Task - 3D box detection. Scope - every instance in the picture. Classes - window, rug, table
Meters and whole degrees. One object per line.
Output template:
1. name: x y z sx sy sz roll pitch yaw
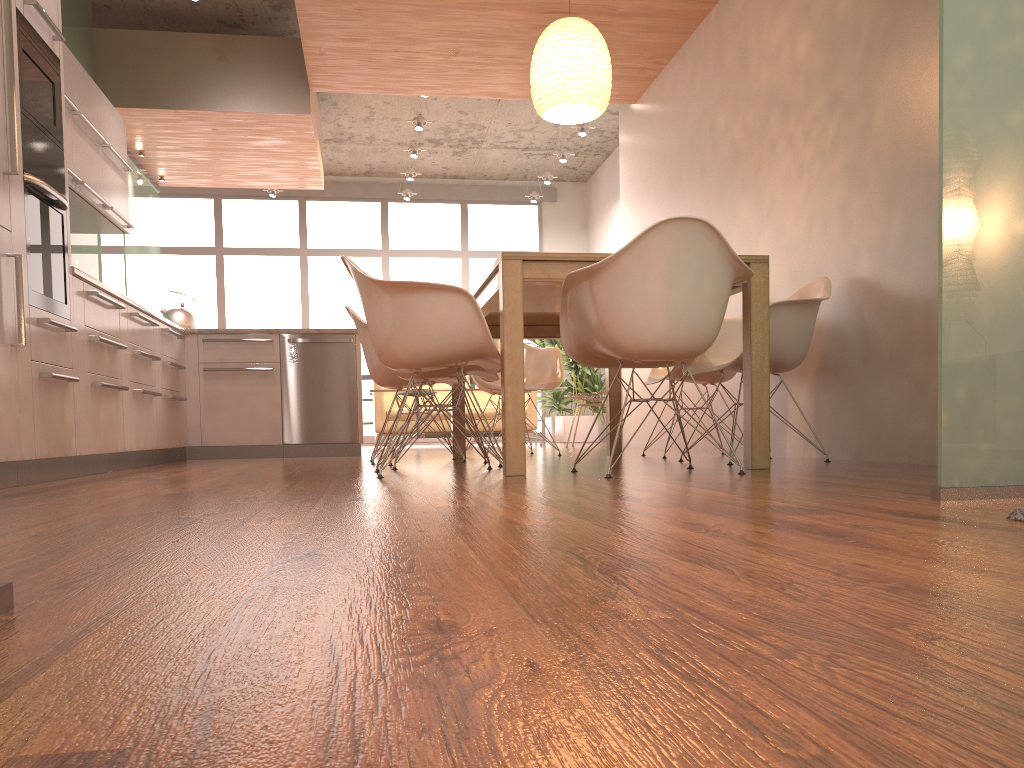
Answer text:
1. window: -3.609 -0.867 10.963 8.548 3.293 0.062 -1 3 -9
2. rug: 1.661 0.170 0.626 1.277 0.009 2.073 -1 -3 -9
3. table: 0.308 -0.020 4.304 1.024 0.811 2.075 -1 -2 -9
4. table: -0.467 0.348 8.780 1.868 0.561 0.940 -1 -2 -9

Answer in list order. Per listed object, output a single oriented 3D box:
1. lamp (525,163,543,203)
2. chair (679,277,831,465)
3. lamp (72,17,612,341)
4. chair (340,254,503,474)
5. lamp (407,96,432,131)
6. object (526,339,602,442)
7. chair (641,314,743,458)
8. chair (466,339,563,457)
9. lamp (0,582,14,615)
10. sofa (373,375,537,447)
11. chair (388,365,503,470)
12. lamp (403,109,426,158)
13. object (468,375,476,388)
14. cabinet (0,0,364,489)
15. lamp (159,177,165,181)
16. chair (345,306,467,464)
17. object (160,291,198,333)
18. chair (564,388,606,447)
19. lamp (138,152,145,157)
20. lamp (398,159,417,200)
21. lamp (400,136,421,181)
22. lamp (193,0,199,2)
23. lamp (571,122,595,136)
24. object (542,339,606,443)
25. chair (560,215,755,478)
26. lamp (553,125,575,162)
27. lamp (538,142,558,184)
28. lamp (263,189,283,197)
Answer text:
1. lamp: 0.266 -2.448 10.714 0.198 0.484 0.134 -3 3 -42
2. chair: 1.156 -0.070 4.110 0.641 0.864 0.685 -1 1 -19
3. lamp: -1.256 -1.067 5.372 3.211 1.351 3.070 -1 -2 -9
4. chair: -0.347 -0.078 3.524 0.641 0.851 0.684 -1 0 -14
5. lamp: -0.847 -2.564 8.050 0.198 0.484 0.134 -3 3 -42
6. object: 0.664 -0.330 10.964 1.081 2.112 0.962 -1 2 9
7. chair: 1.079 -0.024 4.986 0.642 0.864 0.684 -1 0 -9
8. chair: -0.026 0.036 5.748 0.681 0.864 0.644 -1 1 -24
9. lamp: 0.090 -1.349 3.582 0.446 3.404 8.205 -1 -2 9
10. sofa: -0.666 0.278 10.040 1.799 0.840 0.879 -1 0 -9
11. chair: -0.386 -0.036 4.219 0.641 0.864 0.684 -1 1 -14
12. lamp: -0.979 -2.520 8.860 0.198 0.484 0.134 -3 3 -42
13. object: -0.389 -0.232 8.739 0.297 0.591 0.370 -1 1 -15
14. cabinet: -1.794 -0.695 4.700 1.911 2.280 4.247 -1 -2 -9
15. lamp: -3.324 -2.160 8.367 0.102 0.472 0.153 -3 3 -37
16. chair: -0.591 0.003 4.904 0.641 0.864 0.684 -1 1 -14
17. object: -2.390 -0.510 6.319 0.262 0.306 0.261 -1 0 7
18. chair: 0.767 0.121 8.092 0.562 0.904 0.541 -1 1 11
19. lamp: -3.200 -2.201 7.615 0.102 0.472 0.153 -3 3 -37
20. lamp: -1.245 -2.432 10.479 0.198 0.484 0.134 -3 3 -42
21. lamp: -1.112 -2.476 9.669 0.198 0.484 0.134 -3 3 -42
22. lamp: -2.014 -2.677 5.600 0.152 0.472 0.103 -3 3 -42
23. lamp: 0.664 -2.580 8.286 0.198 0.484 0.134 -3 3 -42
24. object: 0.788 -0.366 10.299 0.967 2.112 1.076 -1 1 4
25. chair: 0.519 -0.104 3.221 0.682 0.864 0.643 -1 1 -14
26. lamp: 0.531 -2.536 9.095 0.198 0.484 0.134 -3 3 -42
27. lamp: 0.399 -2.492 9.904 0.198 0.484 0.134 -3 3 -42
28. lamp: -2.775 -2.416 10.240 0.198 0.484 0.134 -3 3 -42
